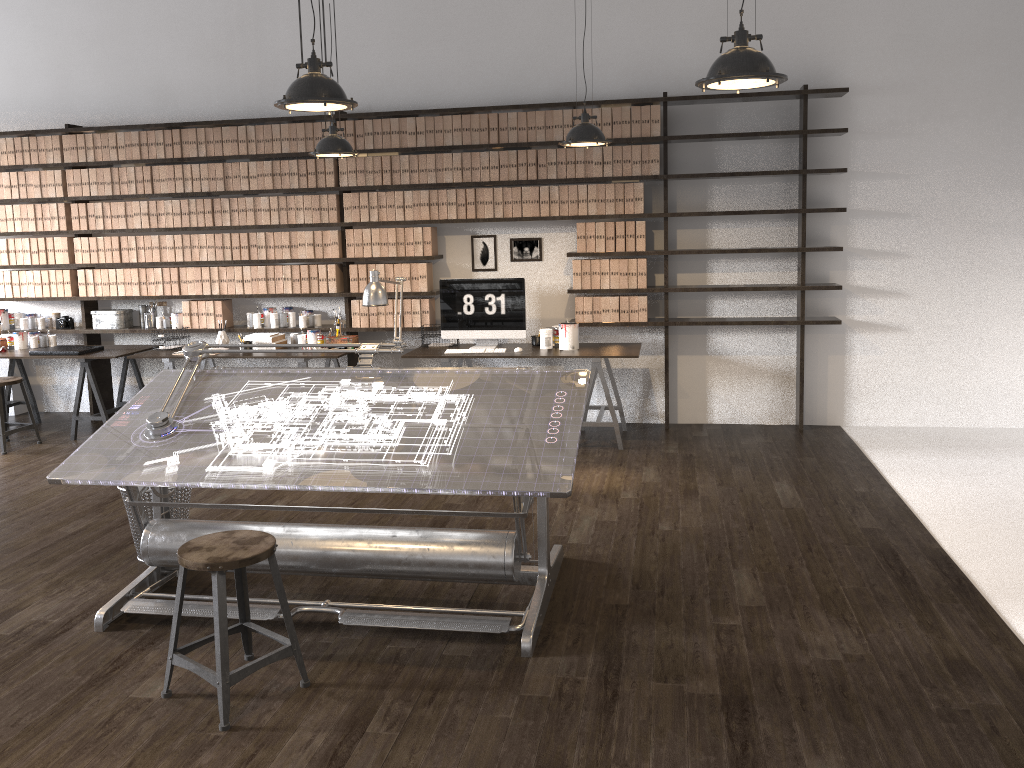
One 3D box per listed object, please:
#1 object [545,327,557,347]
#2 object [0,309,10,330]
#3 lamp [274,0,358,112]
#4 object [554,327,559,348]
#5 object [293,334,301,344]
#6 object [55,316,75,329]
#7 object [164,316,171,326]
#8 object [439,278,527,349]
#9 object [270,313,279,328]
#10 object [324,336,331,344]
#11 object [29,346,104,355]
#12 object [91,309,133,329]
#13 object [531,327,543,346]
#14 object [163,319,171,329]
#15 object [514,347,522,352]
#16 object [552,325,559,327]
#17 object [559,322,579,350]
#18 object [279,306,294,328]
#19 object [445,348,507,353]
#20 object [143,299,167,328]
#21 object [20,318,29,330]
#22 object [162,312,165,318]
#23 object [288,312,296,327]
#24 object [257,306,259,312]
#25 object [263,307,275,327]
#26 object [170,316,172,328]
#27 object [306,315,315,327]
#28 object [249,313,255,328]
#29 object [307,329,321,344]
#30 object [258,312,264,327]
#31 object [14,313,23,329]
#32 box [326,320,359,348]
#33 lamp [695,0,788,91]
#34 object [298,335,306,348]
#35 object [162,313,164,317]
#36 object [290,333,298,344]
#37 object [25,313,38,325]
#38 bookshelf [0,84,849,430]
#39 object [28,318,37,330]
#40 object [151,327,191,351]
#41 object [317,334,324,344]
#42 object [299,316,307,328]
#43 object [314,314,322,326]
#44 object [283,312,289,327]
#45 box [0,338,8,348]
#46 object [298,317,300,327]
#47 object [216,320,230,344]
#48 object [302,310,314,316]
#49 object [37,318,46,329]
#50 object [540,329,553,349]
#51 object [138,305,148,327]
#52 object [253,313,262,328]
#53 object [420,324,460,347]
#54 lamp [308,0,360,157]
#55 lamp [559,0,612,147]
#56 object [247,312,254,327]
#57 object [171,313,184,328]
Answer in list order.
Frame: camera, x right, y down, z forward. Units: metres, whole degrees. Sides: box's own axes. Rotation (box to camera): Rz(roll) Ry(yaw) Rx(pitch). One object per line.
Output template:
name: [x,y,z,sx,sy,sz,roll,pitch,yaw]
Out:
object: [0.295,-0.345,6.551,0.097,0.142,0.096,3,9,27]
object: [-4.354,-0.549,7.556,0.106,0.176,0.108,0,8,12]
lamp: [-0.768,-2.153,3.199,0.311,2.238,0.314,3,9,35]
object: [0.342,-0.334,6.477,0.068,0.154,0.069,-3,8,-13]
object: [-1.680,-0.341,6.939,0.063,0.093,0.063,-8,10,-38]
object: [-3.794,-0.520,7.487,0.171,0.108,0.091,0,9,10]
object: [-2.864,-0.519,7.386,0.063,0.093,0.063,-6,9,-27]
object: [-0.209,-0.529,6.596,0.643,0.514,0.206,0,8,10]
object: [-1.905,-0.507,7.103,0.062,0.118,0.062,-5,8,-21]
object: [-1.432,-0.328,6.863,0.060,0.088,0.060,1,8,15]
object: [-3.503,-0.263,6.973,0.445,0.033,0.314,0,10,10]
object: [-3.356,-0.545,7.444,0.317,0.151,0.194,0,9,10]
object: [0.190,-0.353,6.623,0.096,0.141,0.092,-3,8,-10]
object: [-2.824,-0.512,7.362,0.062,0.093,0.182,2,10,24]
object: [0.046,-0.246,6.341,0.059,0.028,0.107,0,10,7]
object: [0.350,-0.362,6.637,0.094,0.143,0.095,3,9,27]
object: [0.411,-0.340,6.393,0.144,0.195,0.146,-4,9,-17]
object: [-1.842,-0.540,7.192,0.094,0.161,0.207,0,9,12]
object: [-0.262,-0.237,6.383,0.439,0.017,0.119,-1,10,6]
object: [-2.986,-0.604,7.380,0.181,0.270,0.157,-2,8,-6]
object: [-4.143,-0.509,7.526,0.062,0.094,0.062,-2,8,-4]
object: [-2.863,-0.530,7.311,0.041,0.124,0.008,-2,7,-1]
object: [-1.776,-0.519,7.150,0.062,0.118,0.062,-5,8,-21]
object: [-2.065,-0.552,7.243,0.041,0.167,0.009,0,7,14]
object: [-1.971,-0.539,7.204,0.095,0.161,0.094,-1,8,6]
object: [-2.814,-0.516,7.356,0.045,0.100,0.044,0,8,13]
object: [-1.614,-0.503,7.097,0.063,0.094,0.063,6,11,42]
object: [-2.094,-0.514,7.178,0.063,0.117,0.063,-8,10,-38]
object: [-1.528,-0.349,6.852,0.105,0.141,0.104,1,9,18]
object: [-2.037,-0.518,7.186,0.045,0.127,0.044,0,8,10]
object: [-4.239,-0.545,7.613,0.070,0.129,0.070,-9,10,-41]
box: [-1.303,-0.384,6.793,0.212,0.206,0.138,0,8,10]
lamp: [0.762,-2.146,2.925,0.311,2.238,0.314,-3,7,-10]
object: [-1.633,-0.334,6.887,0.062,0.094,0.062,-6,9,-30]
object: [-2.868,-0.522,7.308,0.028,0.126,0.004,0,7,9]
object: [-1.717,-0.350,6.994,0.062,0.094,0.062,-8,10,-38]
object: [-4.137,-0.541,7.635,0.095,0.127,0.094,5,11,40]
bookshelf: [-2.119,-0.560,7.284,9.175,3.187,0.376,0,7,10]
object: [-4.072,-0.511,7.528,0.062,0.093,0.063,-2,8,-4]
object: [-2.706,-0.360,7.035,0.203,0.160,0.286,0,10,10]
object: [-1.469,-0.328,6.804,0.049,0.111,0.049,0,8,14]
object: [-1.663,-0.494,7.052,0.062,0.095,0.062,6,11,42]
object: [-1.569,-0.514,7.151,0.062,0.095,0.062,6,11,42]
object: [-1.831,-0.522,7.178,0.044,0.127,0.045,2,9,28]
box: [-4.281,-0.336,7.335,0.212,0.083,0.138,0,9,10]
object: [-1.690,-0.498,7.135,0.054,0.081,0.055,-2,8,1]
object: [-2.320,-0.404,7.088,0.102,0.208,0.102,-7,9,-34]
object: [-1.662,-0.536,7.213,0.094,0.129,0.095,-2,8,-3]
object: [-4.006,-0.515,7.538,0.062,0.094,0.062,-2,8,-4]
object: [0.250,-0.327,6.454,0.095,0.143,0.095,4,10,36]
object: [-3.111,-0.571,7.487,0.079,0.187,0.079,-3,8,-11]
object: [-2.048,-0.507,7.125,0.062,0.118,0.062,-6,9,-30]
object: [-0.547,-0.367,6.740,0.284,0.160,0.205,-1,9,2]
lamp: [-1.130,-2.523,5.337,0.311,2.238,0.314,3,9,35]
lamp: [0.400,-2.517,5.063,0.311,2.238,0.314,3,9,35]
object: [-2.132,-0.523,7.233,0.062,0.118,0.062,-8,10,-38]
object: [-2.761,-0.522,7.310,0.095,0.127,0.094,1,9,17]
